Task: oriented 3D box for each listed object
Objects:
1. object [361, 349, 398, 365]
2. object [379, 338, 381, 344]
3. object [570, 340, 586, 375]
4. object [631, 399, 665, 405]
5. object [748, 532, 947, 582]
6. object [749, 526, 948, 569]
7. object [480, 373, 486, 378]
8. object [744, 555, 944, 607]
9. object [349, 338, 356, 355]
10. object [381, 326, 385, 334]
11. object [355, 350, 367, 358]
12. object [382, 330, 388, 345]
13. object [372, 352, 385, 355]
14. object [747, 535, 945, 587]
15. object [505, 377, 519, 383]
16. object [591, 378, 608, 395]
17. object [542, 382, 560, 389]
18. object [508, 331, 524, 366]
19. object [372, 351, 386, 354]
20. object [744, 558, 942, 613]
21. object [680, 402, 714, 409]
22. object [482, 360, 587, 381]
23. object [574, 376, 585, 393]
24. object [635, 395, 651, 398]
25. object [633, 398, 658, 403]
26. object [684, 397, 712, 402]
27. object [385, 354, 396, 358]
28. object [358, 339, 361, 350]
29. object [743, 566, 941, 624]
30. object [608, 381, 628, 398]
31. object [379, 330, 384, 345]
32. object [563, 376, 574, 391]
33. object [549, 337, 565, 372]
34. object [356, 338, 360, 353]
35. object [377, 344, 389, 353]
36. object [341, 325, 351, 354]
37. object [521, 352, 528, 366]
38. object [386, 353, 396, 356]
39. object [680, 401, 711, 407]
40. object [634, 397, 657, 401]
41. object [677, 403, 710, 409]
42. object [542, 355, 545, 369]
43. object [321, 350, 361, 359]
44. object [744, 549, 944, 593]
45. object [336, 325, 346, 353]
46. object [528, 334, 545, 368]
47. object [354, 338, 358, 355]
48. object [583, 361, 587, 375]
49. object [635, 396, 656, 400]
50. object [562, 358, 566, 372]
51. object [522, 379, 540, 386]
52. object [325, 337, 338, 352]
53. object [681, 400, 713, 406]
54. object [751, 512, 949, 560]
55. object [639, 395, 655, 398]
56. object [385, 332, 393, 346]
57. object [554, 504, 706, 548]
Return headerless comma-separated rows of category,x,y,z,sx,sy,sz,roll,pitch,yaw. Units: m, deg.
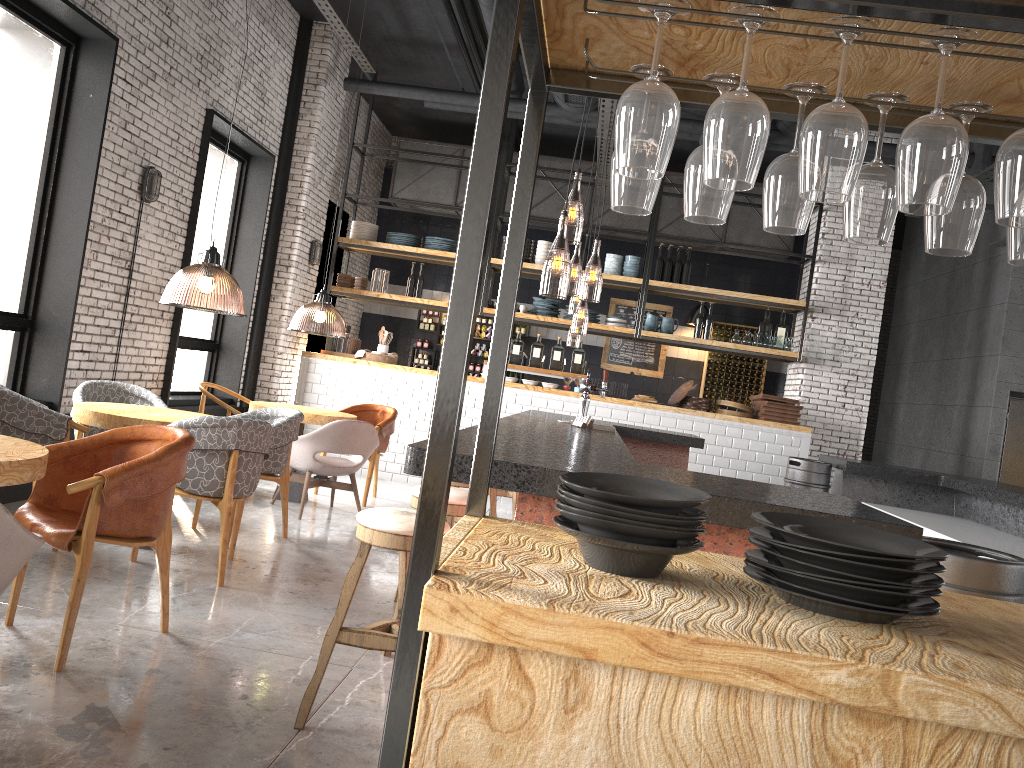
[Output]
object,-1.571,-0.318,10.481,0.436,0.157,0.420,9,0,-22
object,-1.565,-0.435,10.597,0.071,0.328,0.052,9,-1,-39
object,0.785,-0.318,10.475,0.154,0.404,0.154,9,-1,5
object,1.585,0.212,10.232,0.457,0.019,0.407,8,0,-43
object,0.544,0.287,1.460,0.306,0.037,0.305,9,0,6
object,0.546,0.275,1.461,0.306,0.048,0.305,9,0,30
object,-0.257,-0.084,10.233,0.216,0.056,0.324,9,0,5
object,0.538,0.325,1.459,0.306,0.044,0.305,9,0,6
object,-1.901,-0.430,10.547,0.056,0.249,0.056,9,-1,-32
object,-1.556,-0.550,10.658,0.090,0.289,0.017,8,-1,42
object,-1.702,-0.339,10.443,0.187,0.111,0.283,9,0,42
object,-1.528,-0.456,10.555,0.033,0.370,0.137,9,-1,-29
object,-1.568,-0.325,10.373,0.160,0.075,0.161,9,0,-17
object,0.542,0.302,1.459,0.305,0.042,0.306,8,0,-38
object,-0.028,-0.052,10.199,0.216,0.059,0.324,9,0,5
object,1.008,0.030,10.291,0.181,0.168,0.170,9,0,15
object,0.437,0.018,10.161,0.216,0.060,0.324,9,0,5
object,0.061,-0.427,10.534,0.154,0.404,0.154,9,-1,5
object,-1.563,-0.343,10.375,0.160,0.078,0.161,9,0,-17
object,0.536,0.340,1.458,0.306,0.041,0.305,9,0,23
object,2.114,0.243,10.262,0.457,0.019,0.407,8,0,-26
object,0.262,0.086,10.509,1.250,0.551,0.314,9,-1,5
object,0.760,0.003,10.092,0.128,0.189,0.123,8,-1,14
object,1.516,0.147,10.189,0.172,0.010,0.368,9,0,15
object,1.547,0.189,10.282,0.277,0.019,0.513,9,0,10
object,2.134,0.181,10.262,0.459,0.019,0.406,9,0,39
object,-1.452,-0.308,10.489,0.160,0.075,0.161,9,0,-32
object,-1.878,-0.427,10.807,0.056,0.249,0.056,9,-1,-32
object,0.535,0.350,1.459,0.306,0.035,0.305,9,0,43
object,1.240,0.065,10.361,0.181,0.168,0.170,9,0,-15
object,-1.577,-0.469,10.628,0.087,0.356,0.026,8,-1,28
object,0.636,-0.004,10.174,0.122,0.165,0.112,8,-1,39
object,0.540,-0.355,10.493,0.154,0.404,0.154,9,-1,5
object,-1.885,-0.428,10.720,0.056,0.249,0.056,9,-1,-32
object,-1.550,-0.365,10.603,0.129,0.204,0.129,8,-1,41
object,-1.970,-0.515,10.566,0.070,0.368,0.107,9,-1,4
object,0.143,-0.293,10.466,0.077,0.164,0.039,9,-1,-40
object,-1.451,-0.327,10.491,0.160,0.078,0.160,9,0,-32
object,2.090,0.223,10.250,0.407,0.019,0.457,9,0,19
object,1.541,0.176,10.278,0.214,0.013,0.521,9,0,1
object,2.119,0.260,10.261,0.459,0.019,0.406,9,0,34
object,0.372,-0.258,10.450,0.031,0.164,0.046,8,-1,30
object,-2.042,-0.348,10.669,0.411,0.050,0.411,9,0,4
object,0.538,0.316,1.460,0.305,0.046,0.306,8,0,-37
object,-2.034,-0.525,10.571,0.070,0.368,0.107,9,-1,4
object,0.301,-0.391,10.520,0.154,0.404,0.154,9,-1,5
object,-1.893,-0.429,10.634,0.056,0.249,0.056,9,-1,-32
object,0.852,-0.185,10.381,0.034,0.164,0.061,8,-1,38
object,1.552,0.164,10.278,0.230,0.016,0.556,9,0,11
object,0.613,-0.222,10.406,0.024,0.164,0.062,9,-1,-5
object,0.209,-0.014,10.198,0.216,0.056,0.324,9,0,5
object,-2.123,-0.633,10.568,0.106,0.554,0.156,9,-1,4
object,2.108,0.210,10.260,0.457,0.019,0.407,8,0,-42
object,0.549,0.261,1.462,0.305,0.039,0.306,9,0,-12
object,1.550,0.142,10.118,0.184,0.011,0.254,9,0,27
object,-1.504,-0.449,10.600,0.124,0.358,0.076,8,-1,21
object,0.195,0.259,1.511,0.257,0.075,0.257,9,0,5
